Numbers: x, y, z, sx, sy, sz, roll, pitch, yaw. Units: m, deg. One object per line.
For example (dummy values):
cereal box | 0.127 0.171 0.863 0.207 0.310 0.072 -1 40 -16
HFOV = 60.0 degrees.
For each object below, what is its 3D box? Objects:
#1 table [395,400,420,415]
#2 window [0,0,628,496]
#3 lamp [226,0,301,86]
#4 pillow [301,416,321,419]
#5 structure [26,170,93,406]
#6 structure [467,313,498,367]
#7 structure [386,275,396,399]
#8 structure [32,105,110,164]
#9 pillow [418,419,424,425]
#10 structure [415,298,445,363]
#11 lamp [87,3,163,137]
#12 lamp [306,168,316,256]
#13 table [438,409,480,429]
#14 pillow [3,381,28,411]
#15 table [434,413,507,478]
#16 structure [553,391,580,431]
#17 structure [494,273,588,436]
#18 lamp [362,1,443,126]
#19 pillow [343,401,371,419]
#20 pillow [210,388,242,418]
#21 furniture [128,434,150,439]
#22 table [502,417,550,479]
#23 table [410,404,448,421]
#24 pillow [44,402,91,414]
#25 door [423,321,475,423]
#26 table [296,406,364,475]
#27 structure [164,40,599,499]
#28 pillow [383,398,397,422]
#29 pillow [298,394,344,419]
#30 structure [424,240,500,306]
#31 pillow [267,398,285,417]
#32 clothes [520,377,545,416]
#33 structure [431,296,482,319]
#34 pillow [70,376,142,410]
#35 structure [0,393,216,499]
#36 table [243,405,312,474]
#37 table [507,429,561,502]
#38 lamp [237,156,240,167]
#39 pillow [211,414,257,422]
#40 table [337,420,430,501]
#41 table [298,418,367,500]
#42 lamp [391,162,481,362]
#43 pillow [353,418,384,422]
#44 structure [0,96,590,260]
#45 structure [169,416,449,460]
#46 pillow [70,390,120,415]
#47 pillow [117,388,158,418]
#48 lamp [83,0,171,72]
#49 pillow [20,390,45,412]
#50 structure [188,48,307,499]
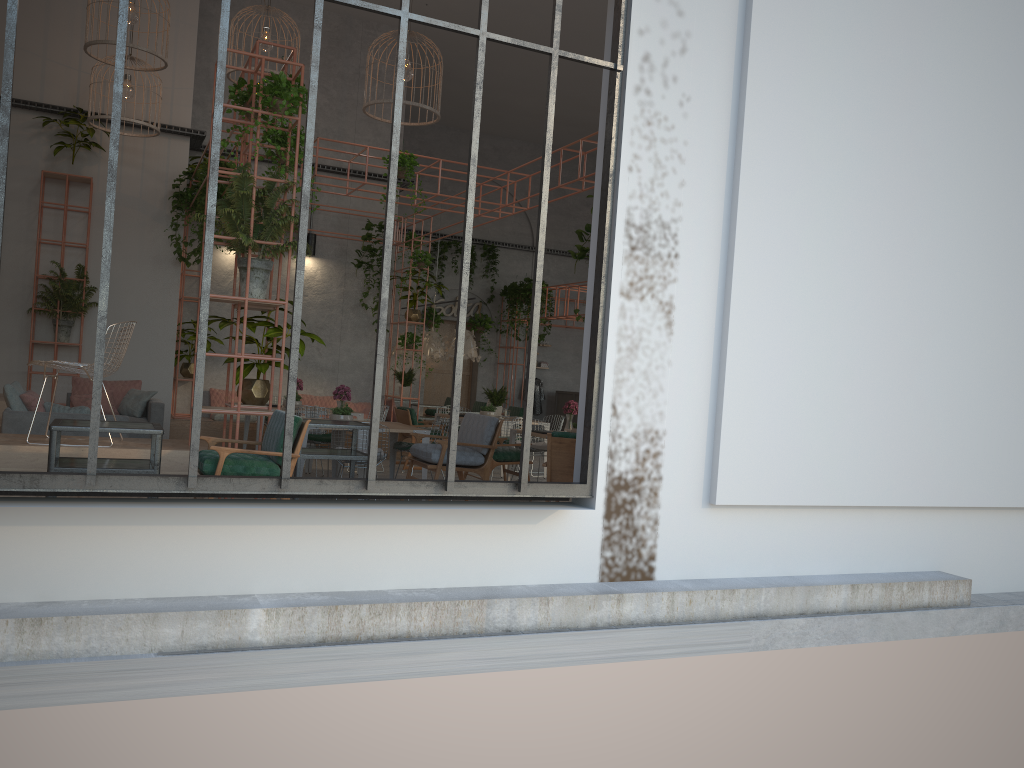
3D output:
table | -2.454 0.766 19.664 0.635 0.798 0.602 4 0 -24
window | -1.174 -2.212 4.440 4.126 5.544 0.089 4 0 -24
lamp | -3.070 -5.606 11.347 0.883 3.476 0.883 4 0 28
pillow | -3.356 0.586 14.185 0.637 0.149 0.491 4 0 -23
structure | -6.241 -1.071 12.222 0.624 3.596 0.424 4 0 -24
structure | -0.866 -1.186 21.595 0.950 1.527 0.921 4 0 -26
structure | -3.123 -0.694 20.228 0.630 3.597 0.430 4 0 -24
structure | -5.950 -3.400 12.107 0.934 0.803 0.903 4 0 37
pillow | -1.908 0.678 16.075 0.491 0.149 0.637 4 0 -23
structure | -2.047 -1.288 21.010 0.921 1.527 0.950 4 0 9
lamp | -4.994 -5.110 11.689 0.883 3.476 0.883 4 0 28
lamp | -3.269 -2.820 14.531 0.179 1.425 0.185 4 0 -25
table | -1.007 0.892 16.469 0.635 0.798 0.602 4 0 -24
pillow | -4.632 0.224 8.370 0.276 0.474 0.839 4 0 -24
table | -0.657 0.905 13.259 0.694 0.830 1.205 4 0 -24
structure | 3.071 0.538 20.579 2.579 2.022 4.057 4 0 -24
structure | 4.175 -0.159 15.884 4.157 4.247 14.689 4 0 -24
lamp | -1.141 -4.821 10.160 0.883 3.476 0.883 4 0 28
pillow | -2.649 0.493 14.943 0.666 0.385 0.289 4 0 -29
pillow | -4.402 0.323 14.166 0.839 0.474 0.276 4 0 -34
furniture | -4.535 0.650 9.819 0.941 0.446 0.975 4 0 -24
table | -0.026 0.949 13.551 0.694 0.830 1.214 4 0 -24
table | -1.730 0.829 18.067 0.635 0.798 0.602 4 0 -24
pillow | -4.126 0.343 8.330 0.499 0.324 0.307 4 0 11
door | -1.727 -0.190 21.929 1.360 2.729 0.551 4 0 -24
table | -2.590 0.771 12.383 0.694 0.830 1.214 4 0 -24
structure | -3.297 -1.248 14.206 4.501 4.345 14.096 4 0 -26
pillow | -2.235 0.471 15.801 0.276 0.474 0.839 4 0 -34
pillow | -3.221 0.405 14.656 0.839 0.474 0.276 4 0 -4
structure | -1.225 -2.683 21.151 1.939 1.514 0.856 4 0 -30
pillow | -3.813 0.412 14.413 0.666 0.385 0.289 4 0 -29
clothes | 0.542 0.328 22.070 0.625 0.997 0.366 4 1 -44
structure | -1.334 -1.851 21.251 1.312 0.505 0.063 4 0 -24
pillow | -5.220 0.163 11.402 0.836 0.476 0.273 4 0 -24
structure | -4.786 0.315 8.270 3.396 1.111 9.152 4 0 -24
table | -3.221 0.727 12.091 0.694 0.830 1.205 4 0 -24
table | 0.506 1.019 10.732 0.694 0.830 1.205 4 0 -24
lamp | -4.366 -2.896 14.031 0.179 1.425 0.185 4 0 -25
pillow | -4.308 0.520 13.751 0.637 0.149 0.491 4 0 -23
table | -1.464 0.869 9.892 0.694 0.830 1.214 4 0 -24
table | -2.093 0.826 9.601 0.694 0.830 1.205 4 0 -24
lamp | -1.519 -2.498 18.083 0.704 4.052 4.456 4 0 -24
pillow | -2.432 0.650 14.606 0.637 0.149 0.491 4 0 -23
structure | -0.278 -3.337 13.431 15.603 0.110 15.203 4 0 -24
structure | -4.261 0.802 16.629 4.386 0.500 5.831 4 0 -24
pillow | -5.222 0.230 11.110 0.479 0.317 0.441 4 1 -43
pillow | -4.788 0.242 11.247 0.495 0.349 0.308 4 0 25
lamp | -4.291 -5.468 10.148 0.883 3.476 0.883 4 0 28
pillow | -4.493 0.266 8.420 0.289 0.385 0.666 4 0 -24
structure | -1.985 -0.724 6.839 0.748 3.623 0.722 4 0 -24
